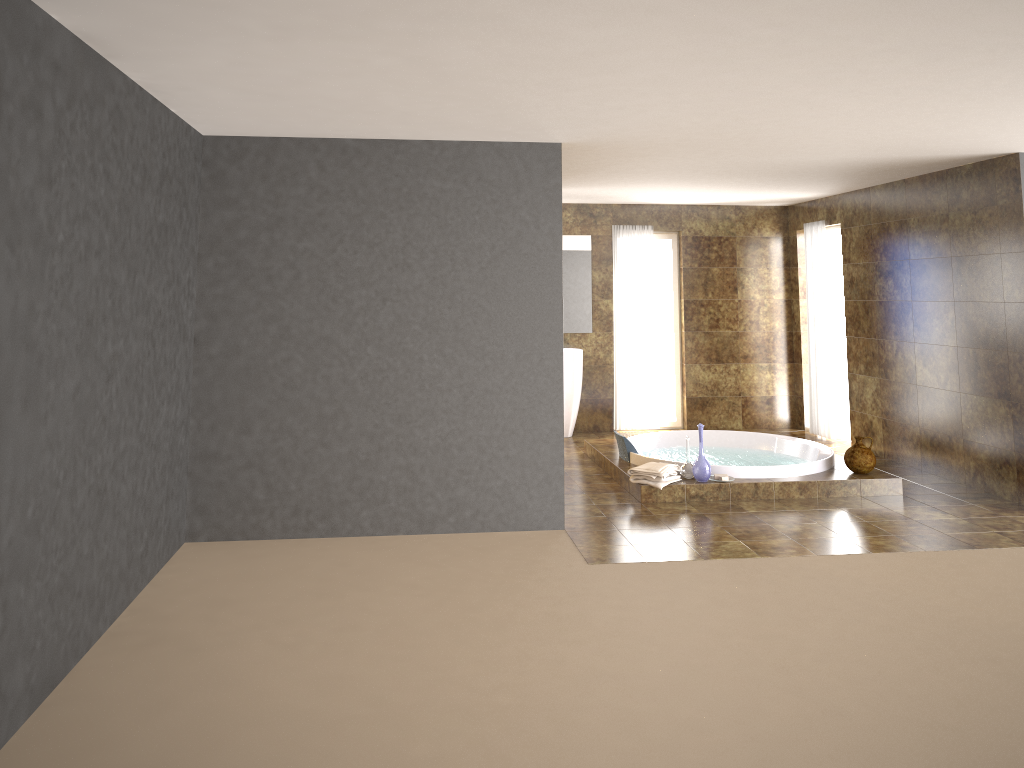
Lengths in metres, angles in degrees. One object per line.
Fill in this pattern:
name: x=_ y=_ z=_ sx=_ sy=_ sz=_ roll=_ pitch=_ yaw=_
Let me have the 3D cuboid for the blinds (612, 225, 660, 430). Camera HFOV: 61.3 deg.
blinds: x=1.360 y=-0.643 z=9.557 sx=0.519 sy=2.291 sz=0.066 roll=1 pitch=-7 yaw=-7

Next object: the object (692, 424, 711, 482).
object: x=1.396 y=0.504 z=6.372 sx=0.136 sy=0.425 sz=0.133 roll=0 pitch=-6 yaw=1

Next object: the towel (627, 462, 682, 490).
towel: x=1.046 y=0.660 z=6.360 sx=0.338 sy=0.151 sz=0.320 roll=3 pitch=5 yaw=37

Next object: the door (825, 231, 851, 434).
door: x=3.816 y=-0.571 z=9.388 sx=0.957 sy=2.253 sz=0.039 roll=-2 pitch=-7 yaw=26

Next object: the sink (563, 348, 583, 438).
sink: x=0.529 y=-0.019 z=9.190 sx=0.459 sy=1.149 sz=0.429 roll=0 pitch=-5 yaw=-4

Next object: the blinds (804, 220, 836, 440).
blinds: x=3.227 y=-0.595 z=9.135 sx=0.069 sy=2.303 sz=0.474 roll=1 pitch=-7 yaw=-7

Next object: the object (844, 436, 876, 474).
object: x=2.675 y=0.546 z=6.649 sx=0.229 sy=0.278 sz=0.228 roll=1 pitch=-2 yaw=-35

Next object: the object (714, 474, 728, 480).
object: x=1.545 y=0.686 z=6.383 sx=0.100 sy=0.032 sz=0.061 roll=1 pitch=3 yaw=8

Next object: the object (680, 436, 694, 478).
object: x=1.324 y=0.546 z=6.494 sx=0.130 sy=0.312 sz=0.127 roll=0 pitch=-5 yaw=1

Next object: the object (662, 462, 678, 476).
object: x=1.175 y=0.652 z=6.582 sx=0.169 sy=0.076 sz=0.169 roll=-2 pitch=4 yaw=-26

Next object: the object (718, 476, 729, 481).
object: x=1.546 y=0.690 z=6.313 sx=0.053 sy=0.034 sz=0.073 roll=0 pitch=4 yaw=-7

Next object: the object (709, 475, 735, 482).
object: x=1.543 y=0.703 z=6.370 sx=0.190 sy=0.019 sz=0.189 roll=-2 pitch=6 yaw=-18

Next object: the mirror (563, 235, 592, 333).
mirror: x=0.501 y=-1.106 z=9.542 sx=0.768 sy=1.104 sz=0.008 roll=0 pitch=-7 yaw=-7

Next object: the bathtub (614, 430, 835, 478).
bathtub: x=1.797 y=0.670 z=7.307 sx=1.749 sy=0.527 sz=1.745 roll=2 pitch=5 yaw=24

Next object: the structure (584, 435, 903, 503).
structure: x=1.798 y=0.678 z=7.308 sx=2.004 sy=0.125 sz=1.999 roll=-1 pitch=6 yaw=-7
